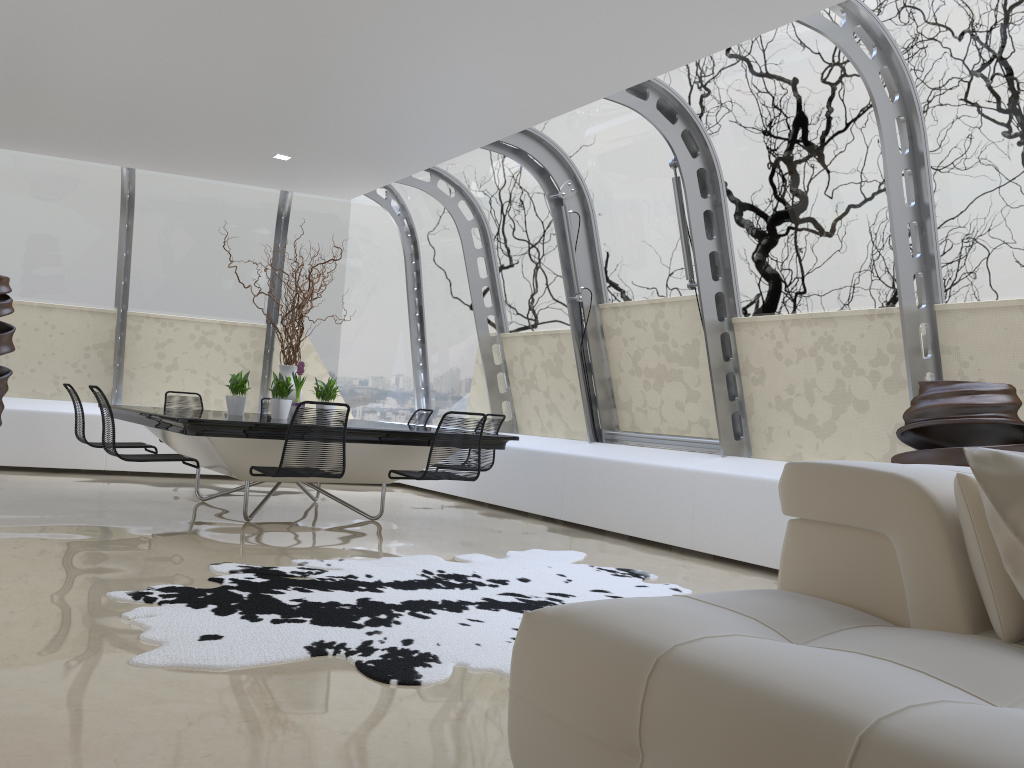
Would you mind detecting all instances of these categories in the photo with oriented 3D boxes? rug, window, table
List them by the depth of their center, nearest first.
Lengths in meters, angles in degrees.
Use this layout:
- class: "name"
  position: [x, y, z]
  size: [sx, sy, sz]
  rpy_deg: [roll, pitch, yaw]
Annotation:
- class: "window"
  position: [-4.162, -0.738, 2.300]
  size: [16.693, 3.674, 16.171]
  rpy_deg: [5, -2, -28]
- class: "rug"
  position: [-0.195, 1.049, 4.232]
  size: [3.220, 0.008, 2.705]
  rpy_deg: [5, -2, -34]
- class: "table"
  position: [-1.812, 0.663, 7.226]
  size: [2.494, 0.759, 3.031]
  rpy_deg: [5, -2, -34]

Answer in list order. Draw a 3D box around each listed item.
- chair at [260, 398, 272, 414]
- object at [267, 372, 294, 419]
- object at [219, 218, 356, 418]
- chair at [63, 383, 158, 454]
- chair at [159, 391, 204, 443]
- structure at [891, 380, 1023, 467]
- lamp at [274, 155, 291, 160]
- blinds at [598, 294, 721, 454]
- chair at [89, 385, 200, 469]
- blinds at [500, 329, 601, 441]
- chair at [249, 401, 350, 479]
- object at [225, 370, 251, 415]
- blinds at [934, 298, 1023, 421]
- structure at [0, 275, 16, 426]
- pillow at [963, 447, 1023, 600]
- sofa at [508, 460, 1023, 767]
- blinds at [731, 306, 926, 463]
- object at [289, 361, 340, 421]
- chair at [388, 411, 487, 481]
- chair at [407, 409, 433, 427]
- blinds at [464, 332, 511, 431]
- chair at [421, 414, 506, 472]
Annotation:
- class: "chair"
  position: [-2.240, 0.409, 8.784]
  size: [0.446, 0.519, 0.688]
  rpy_deg: [5, -2, -34]
- class: "object"
  position: [-1.797, 0.087, 6.902]
  size: [0.215, 0.369, 0.284]
  rpy_deg: [4, -2, 0]
- class: "object"
  position: [-1.901, -0.503, 7.204]
  size: [1.031, 1.549, 1.135]
  rpy_deg: [6, -3, -42]
- class: "chair"
  position: [-3.224, 0.280, 7.109]
  size: [0.688, 0.519, 0.446]
  rpy_deg: [5, -2, -34]
- class: "chair"
  position: [-3.007, 0.337, 8.271]
  size: [0.446, 0.519, 0.688]
  rpy_deg: [5, -2, -34]
- class: "structure"
  position: [2.158, 0.617, 4.288]
  size: [0.674, 1.258, 0.672]
  rpy_deg: [3, -2, 33]
- class: "lamp"
  position: [-3.180, -2.198, 0.619]
  size: [9.775, 0.004, 9.928]
  rpy_deg: [5, -2, -33]
- class: "blinds"
  position: [1.216, -0.060, 7.168]
  size: [0.387, 1.214, 1.376]
  rpy_deg: [5, -2, -34]
- class: "chair"
  position: [-2.515, 0.294, 6.048]
  size: [0.688, 0.519, 0.446]
  rpy_deg: [5, -2, -34]
- class: "blinds"
  position: [0.376, 0.019, 8.463]
  size: [0.329, 1.027, 1.430]
  rpy_deg: [5, -2, -34]
- class: "chair"
  position: [-1.328, 0.364, 5.629]
  size: [0.446, 0.519, 0.688]
  rpy_deg: [5, -2, -34]
- class: "object"
  position: [-2.208, 0.066, 7.147]
  size: [0.215, 0.369, 0.284]
  rpy_deg: [4, -2, 5]
- class: "blinds"
  position: [2.943, 0.068, 4.623]
  size: [0.329, 1.027, 1.430]
  rpy_deg: [5, -2, -34]
- class: "structure"
  position: [-4.670, -0.051, 7.783]
  size: [0.498, 1.843, 0.493]
  rpy_deg: [5, -2, -23]
- class: "pillow"
  position: [2.824, 0.474, 1.935]
  size: [3.322, 0.530, 1.656]
  rpy_deg: [3, -2, 26]
- class: "sofa"
  position: [2.487, 0.709, 1.302]
  size: [3.257, 0.866, 4.169]
  rpy_deg: [5, -2, -34]
- class: "blinds"
  position: [2.087, 0.051, 5.903]
  size: [0.329, 1.027, 1.430]
  rpy_deg: [5, -2, -34]
- class: "object"
  position: [-1.584, 0.062, 7.204]
  size: [0.417, 0.476, 0.238]
  rpy_deg: [4, -2, -6]
- class: "chair"
  position: [-0.501, 0.442, 6.183]
  size: [0.446, 0.519, 0.688]
  rpy_deg: [5, -2, -34]
- class: "chair"
  position: [-1.140, 0.478, 8.504]
  size: [0.688, 0.519, 0.446]
  rpy_deg: [5, -2, -34]
- class: "blinds"
  position: [-0.484, 0.543, 9.964]
  size: [0.663, 2.118, 1.829]
  rpy_deg: [5, -2, -34]
- class: "chair"
  position: [-0.430, 0.491, 7.443]
  size: [0.688, 0.519, 0.446]
  rpy_deg: [5, -2, -34]
